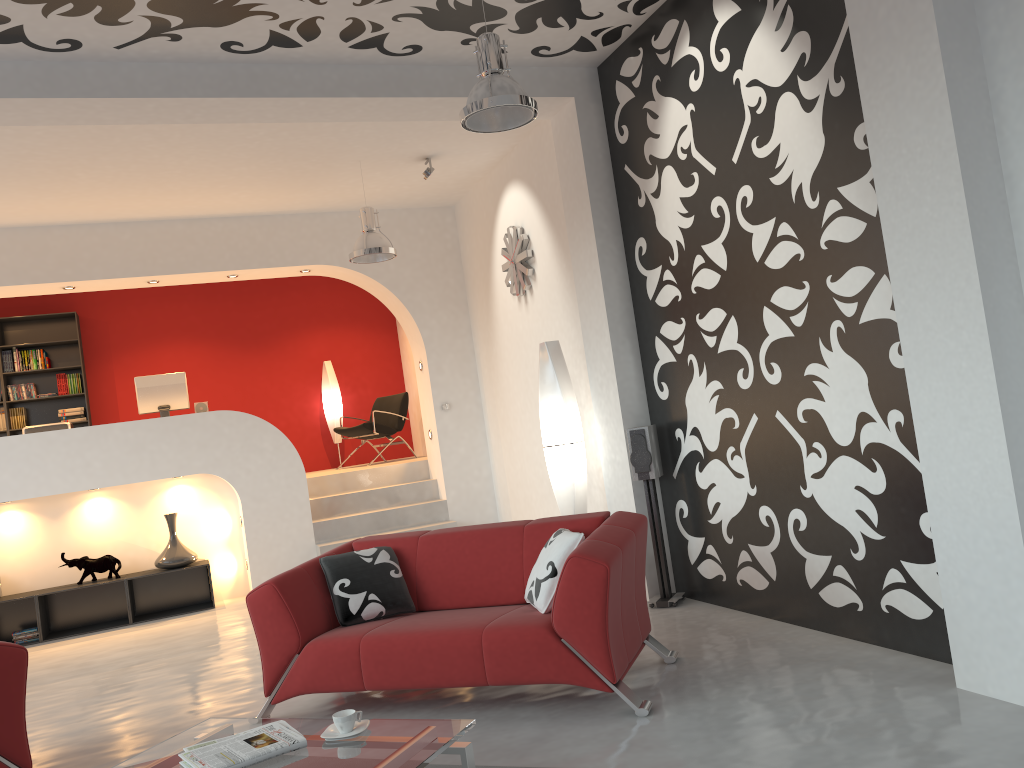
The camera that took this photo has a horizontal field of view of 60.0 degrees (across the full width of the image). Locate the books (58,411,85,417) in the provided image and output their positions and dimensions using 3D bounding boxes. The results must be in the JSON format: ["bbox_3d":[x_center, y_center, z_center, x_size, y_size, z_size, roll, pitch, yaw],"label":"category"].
[{"bbox_3d":[-5.036,0.348,10.147,0.260,0.040,0.200,-7,-3,-21],"label":"books"}]

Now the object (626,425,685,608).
[{"bbox_3d":[0.889,0.819,5.549,0.214,1.112,0.229,-9,-3,24],"label":"object"}]

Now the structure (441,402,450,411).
[{"bbox_3d":[-0.651,0.225,8.725,0.080,0.080,0.016,-7,-3,-21],"label":"structure"}]

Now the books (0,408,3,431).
[{"bbox_3d":[-5.704,0.403,9.910,0.040,0.260,0.200,-7,-3,-21],"label":"books"}]

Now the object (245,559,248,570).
[{"bbox_3d":[-2.470,1.679,8.252,0.011,0.105,0.105,-7,-3,-21],"label":"object"}]

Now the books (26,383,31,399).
[{"bbox_3d":[-5.470,0.091,10.050,0.031,0.190,0.135,-7,-3,-21],"label":"books"}]

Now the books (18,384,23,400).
[{"bbox_3d":[-5.540,0.100,10.023,0.031,0.190,0.135,-7,-3,-21],"label":"books"}]

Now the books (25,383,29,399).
[{"bbox_3d":[-5.484,0.093,10.044,0.031,0.190,0.135,-7,-3,-21],"label":"books"}]

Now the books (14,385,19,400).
[{"bbox_3d":[-5.581,0.105,10.007,0.031,0.190,0.135,-7,-3,-21],"label":"books"}]

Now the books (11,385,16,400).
[{"bbox_3d":[-5.609,0.109,9.996,0.031,0.190,0.135,-7,-3,-21],"label":"books"}]

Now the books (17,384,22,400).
[{"bbox_3d":[-5.553,0.102,10.017,0.031,0.190,0.135,-7,-3,-21],"label":"books"}]

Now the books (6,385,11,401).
[{"bbox_3d":[-5.651,0.114,9.980,0.031,0.190,0.135,-7,-3,-21],"label":"books"}]

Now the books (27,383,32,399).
[{"bbox_3d":[-5.456,0.090,10.055,0.031,0.190,0.135,-7,-3,-21],"label":"books"}]

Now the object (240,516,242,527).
[{"bbox_3d":[-2.527,1.283,8.269,0.011,0.105,0.105,-7,-3,-21],"label":"object"}]

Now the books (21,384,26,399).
[{"bbox_3d":[-5.512,0.097,10.033,0.031,0.190,0.135,-7,-3,-21],"label":"books"}]

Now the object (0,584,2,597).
[{"bbox_3d":[-4.526,1.778,7.386,0.430,0.100,0.365,-7,-3,-21],"label":"object"}]

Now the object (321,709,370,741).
[{"bbox_3d":[-0.564,1.147,2.994,0.153,0.069,0.153,-8,-2,6],"label":"object"}]

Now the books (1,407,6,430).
[{"bbox_3d":[-5.667,0.398,9.925,0.040,0.260,0.200,-7,-3,-21],"label":"books"}]

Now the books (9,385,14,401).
[{"bbox_3d":[-5.623,0.111,9.991,0.031,0.190,0.135,-7,-3,-21],"label":"books"}]

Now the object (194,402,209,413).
[{"bbox_3d":[-3.015,0.252,8.605,0.133,0.147,0.151,-6,-3,-37],"label":"object"}]

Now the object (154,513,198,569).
[{"bbox_3d":[-3.042,1.408,7.980,0.369,0.481,0.369,-10,-3,34],"label":"object"}]

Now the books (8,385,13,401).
[{"bbox_3d":[-5.637,0.112,9.985,0.031,0.190,0.135,-7,-3,-21],"label":"books"}]

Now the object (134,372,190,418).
[{"bbox_3d":[-3.325,0.136,8.447,0.458,0.452,0.230,-7,-3,-21],"label":"object"}]

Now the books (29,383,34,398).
[{"bbox_3d":[-5.442,0.088,10.060,0.031,0.190,0.135,-7,-3,-21],"label":"books"}]

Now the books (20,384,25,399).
[{"bbox_3d":[-5.526,0.098,10.028,0.031,0.190,0.135,-7,-3,-21],"label":"books"}]

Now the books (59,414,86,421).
[{"bbox_3d":[-5.027,0.387,10.148,0.260,0.040,0.200,-7,-3,-21],"label":"books"}]

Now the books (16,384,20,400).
[{"bbox_3d":[-5.567,0.104,10.012,0.031,0.190,0.135,-7,-3,-21],"label":"books"}]

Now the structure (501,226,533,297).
[{"bbox_3d":[0.029,-1.036,7.486,0.090,0.596,0.596,-7,-3,-21],"label":"structure"}]

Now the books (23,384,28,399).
[{"bbox_3d":[-5.498,0.095,10.039,0.031,0.190,0.135,-7,-3,-21],"label":"books"}]

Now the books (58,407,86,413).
[{"bbox_3d":[-5.030,0.306,10.145,0.260,0.040,0.200,-7,-3,-21],"label":"books"}]

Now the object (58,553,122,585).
[{"bbox_3d":[-3.681,1.584,7.750,0.507,0.296,0.191,-8,-2,-5],"label":"object"}]

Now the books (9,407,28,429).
[{"bbox_3d":[-5.553,0.394,9.980,0.146,0.240,0.170,-7,-3,-21],"label":"books"}]

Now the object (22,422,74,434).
[{"bbox_3d":[-4.243,0.483,8.156,0.397,0.217,0.458,-7,-3,-21],"label":"object"}]

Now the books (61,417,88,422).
[{"bbox_3d":[-5.005,0.425,10.156,0.260,0.040,0.200,-7,-3,-19],"label":"books"}]

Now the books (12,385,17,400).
[{"bbox_3d":[-5.595,0.107,10.001,0.031,0.190,0.135,-7,-3,-21],"label":"books"}]

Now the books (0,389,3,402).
[{"bbox_3d":[-5.721,0.125,9.953,0.063,0.187,0.135,-7,-3,-21],"label":"books"}]
